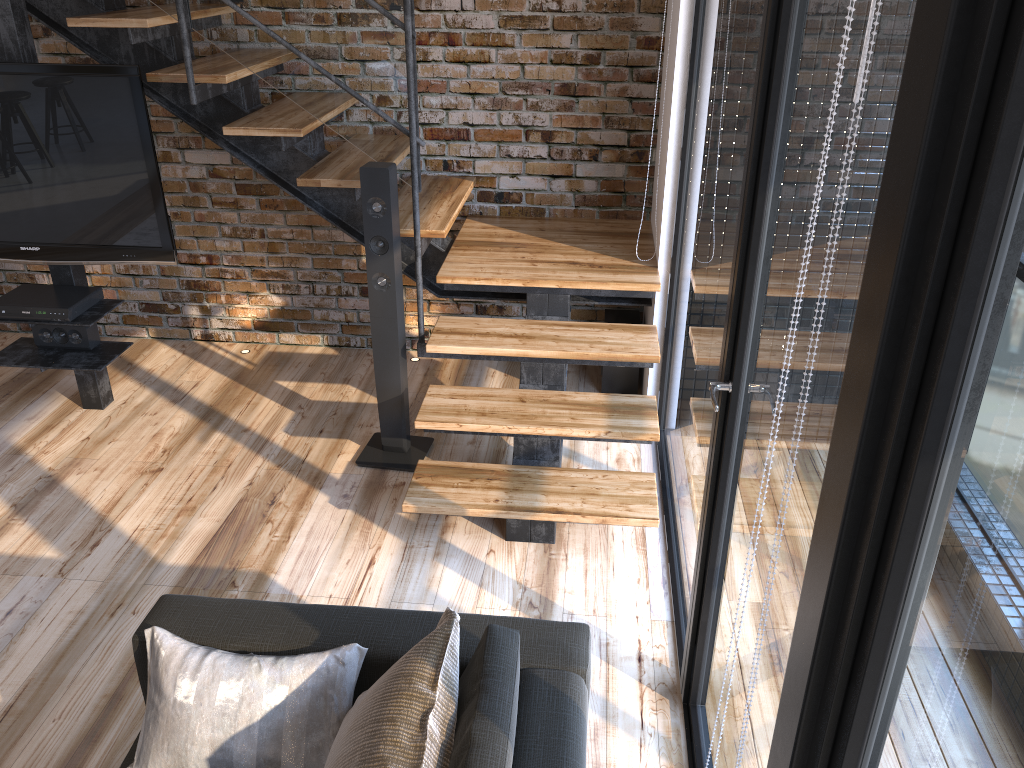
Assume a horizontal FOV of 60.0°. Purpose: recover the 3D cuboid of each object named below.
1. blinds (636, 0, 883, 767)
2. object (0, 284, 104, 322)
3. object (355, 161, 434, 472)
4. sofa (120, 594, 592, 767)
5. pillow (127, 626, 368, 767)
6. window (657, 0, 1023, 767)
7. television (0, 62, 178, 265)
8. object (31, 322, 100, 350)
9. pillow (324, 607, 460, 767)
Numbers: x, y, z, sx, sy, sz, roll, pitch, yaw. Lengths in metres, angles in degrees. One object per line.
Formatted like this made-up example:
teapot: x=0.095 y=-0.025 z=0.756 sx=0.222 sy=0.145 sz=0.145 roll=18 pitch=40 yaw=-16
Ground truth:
blinds: x=0.294 y=0.330 z=1.111 sx=0.095 sy=2.057 sz=5.336 roll=3 pitch=27 yaw=5
object: x=-1.933 y=-0.334 z=3.670 sx=0.360 sy=0.058 sz=0.273 roll=3 pitch=27 yaw=5
object: x=-0.484 y=-0.245 z=3.452 sx=0.271 sy=1.214 sz=0.269 roll=5 pitch=27 yaw=9
sofa: x=-1.460 y=1.321 z=0.850 sx=2.998 sy=0.705 sz=3.025 roll=3 pitch=27 yaw=5
pillow: x=-0.556 y=0.688 z=1.839 sx=0.498 sy=0.267 sz=0.211 roll=3 pitch=27 yaw=5
window: x=-1.322 y=-1.151 z=0.781 sx=5.663 sy=5.602 sz=13.315 roll=3 pitch=27 yaw=5
television: x=-1.936 y=-0.851 z=3.468 sx=1.207 sy=0.788 sz=0.135 roll=3 pitch=27 yaw=5
object: x=-1.920 y=-0.215 z=3.818 sx=0.247 sy=0.112 sz=0.088 roll=3 pitch=27 yaw=5
pillow: x=-0.235 y=0.711 z=1.647 sx=0.265 sy=0.384 sz=0.605 roll=3 pitch=27 yaw=5
